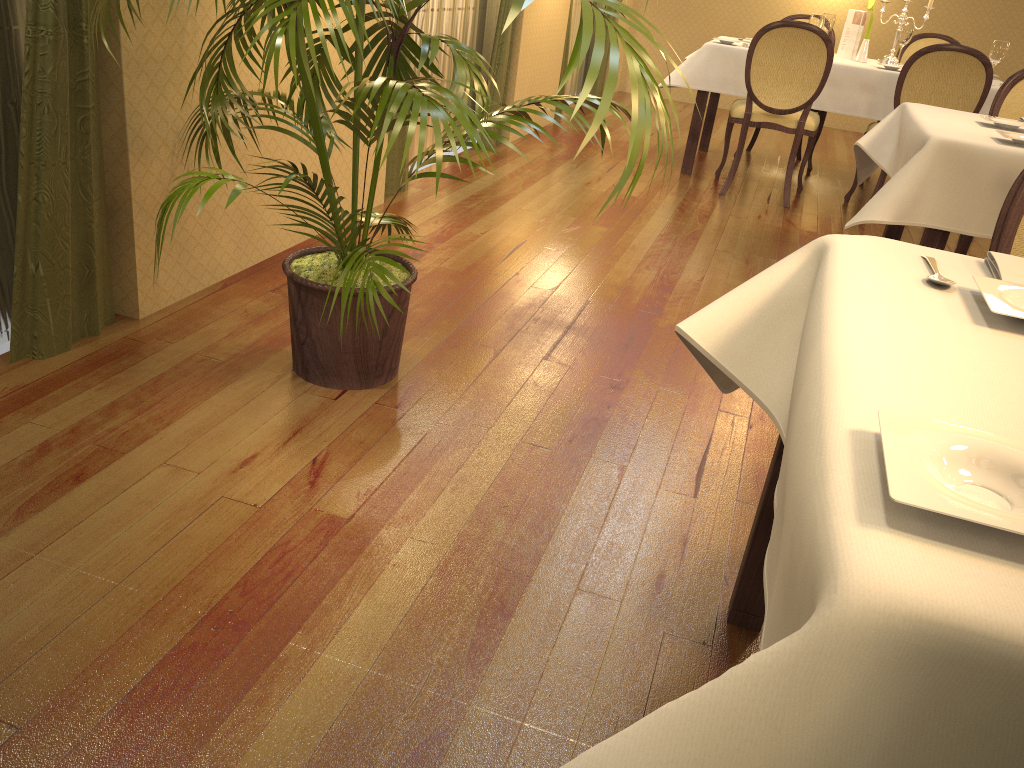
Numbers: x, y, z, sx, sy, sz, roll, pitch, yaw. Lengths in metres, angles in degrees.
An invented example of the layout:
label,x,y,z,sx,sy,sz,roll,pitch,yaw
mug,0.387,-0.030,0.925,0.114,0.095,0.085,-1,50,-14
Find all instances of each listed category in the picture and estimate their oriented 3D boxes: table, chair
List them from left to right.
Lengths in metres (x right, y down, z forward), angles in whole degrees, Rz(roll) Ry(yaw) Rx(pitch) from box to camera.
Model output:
label,x,y,z,sx,sy,sz,roll,pitch,yaw
chair,1.481,-1.539,4.986,0.530,0.955,0.571,14,27,13
chair,1.906,-2.003,6.058,0.530,0.955,0.571,14,27,13
table,2.033,-1.641,5.571,2.152,0.759,1.385,14,27,13
chair,2.211,-1.353,4.814,0.530,0.955,0.571,14,27,13
chair,2.701,-1.800,5.870,0.530,0.955,0.571,14,27,13
chair,2.083,-0.746,3.532,0.530,0.955,0.571,14,27,13
table,1.864,-0.465,3.114,1.395,0.759,1.389,15,27,14
chair,1.011,0.086,1.521,0.530,0.955,0.571,14,27,13
table,1.128,0.461,1.006,2.152,0.759,1.385,14,27,13

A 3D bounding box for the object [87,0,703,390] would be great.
label,x,y,z,sx,sy,sz,roll,pitch,yaw
object,-0.340,-0.883,2.158,1.552,1.807,1.496,6,26,-5

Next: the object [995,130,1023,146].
label,x,y,z,sx,sy,sz,roll,pitch,yaw
object,1.560,-0.735,2.693,0.160,0.024,0.160,14,27,13

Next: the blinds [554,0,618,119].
label,x,y,z,sx,sy,sz,roll,pitch,yaw
blinds,0.826,-4.327,6.390,0.129,4.537,1.876,14,27,13

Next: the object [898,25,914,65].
label,x,y,z,sx,sy,sz,roll,pitch,yaw
object,2.437,-2.117,5.537,0.088,0.229,0.088,-5,29,-25

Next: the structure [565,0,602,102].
label,x,y,z,sx,sy,sz,roll,pitch,yaw
structure,0.709,-4.342,6.416,0.137,4.511,1.898,14,27,13

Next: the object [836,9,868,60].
label,x,y,z,sx,sy,sz,roll,pitch,yaw
object,2.079,-2.111,5.370,0.081,0.277,0.166,2,27,-13

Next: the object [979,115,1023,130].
label,x,y,z,sx,sy,sz,roll,pitch,yaw
object,1.698,-0.889,3.046,0.160,0.024,0.160,14,27,13

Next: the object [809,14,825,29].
label,x,y,z,sx,sy,sz,roll,pitch,yaw
object,1.736,-2.007,5.111,0.088,0.229,0.088,-5,29,-25

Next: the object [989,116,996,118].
label,x,y,z,sx,sy,sz,roll,pitch,yaw
object,1.784,-0.981,3.269,0.038,0.015,0.181,15,27,14

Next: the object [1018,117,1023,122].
label,x,y,z,sx,sy,sz,roll,pitch,yaw
object,1.984,-0.920,3.196,0.273,0.024,0.142,14,27,13

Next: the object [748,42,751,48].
label,x,y,z,sx,sy,sz,roll,pitch,yaw
object,1.533,-1.971,5.211,0.273,0.033,0.142,14,27,13

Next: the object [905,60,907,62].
label,x,y,z,sx,sy,sz,roll,pitch,yaw
object,2.611,-1.990,5.558,0.273,0.033,0.142,14,27,13

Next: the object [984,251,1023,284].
label,x,y,z,sx,sy,sz,roll,pitch,yaw
object,0.824,-0.133,1.251,0.273,0.024,0.142,14,27,13

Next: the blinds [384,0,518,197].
label,x,y,z,sx,sy,sz,roll,pitch,yaw
blinds,-0.059,-3.209,3.845,0.129,4.537,1.878,14,27,13

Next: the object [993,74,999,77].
label,x,y,z,sx,sy,sz,roll,pitch,yaw
object,2.911,-1.909,5.483,0.160,0.024,0.160,14,27,13

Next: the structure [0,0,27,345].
label,x,y,z,sx,sy,sz,roll,pitch,yaw
structure,-1.242,-1.882,0.816,0.123,4.511,1.942,14,27,13

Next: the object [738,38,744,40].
label,x,y,z,sx,sy,sz,roll,pitch,yaw
object,1.506,-2.264,5.819,0.038,0.015,0.181,15,27,14

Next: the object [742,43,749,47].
label,x,y,z,sx,sy,sz,roll,pitch,yaw
object,1.379,-2.011,5.264,0.038,0.015,0.181,15,27,14

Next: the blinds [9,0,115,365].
label,x,y,z,sx,sy,sz,roll,pitch,yaw
blinds,-1.132,-1.866,0.787,0.225,4.537,1.934,14,26,12

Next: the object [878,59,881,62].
label,x,y,z,sx,sy,sz,roll,pitch,yaw
object,2.328,-2.047,5.614,0.017,0.010,0.185,14,27,13

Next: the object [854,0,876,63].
label,x,y,z,sx,sy,sz,roll,pitch,yaw
object,2.087,-2.089,5.212,0.076,0.375,0.163,26,31,32

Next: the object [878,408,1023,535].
label,x,y,z,sx,sy,sz,roll,pitch,yaw
object,0.364,0.080,0.680,0.160,0.024,0.160,14,27,13

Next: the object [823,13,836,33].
label,x,y,z,sx,sy,sz,roll,pitch,yaw
object,2.018,-2.264,5.718,0.088,0.229,0.088,-5,29,-25

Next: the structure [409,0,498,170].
label,x,y,z,sx,sy,sz,roll,pitch,yaw
structure,-0.175,-3.223,3.870,0.134,4.511,1.900,14,27,13

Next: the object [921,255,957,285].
label,x,y,z,sx,sy,sz,roll,pitch,yaw
object,0.602,-0.163,1.254,0.038,0.015,0.181,15,27,14

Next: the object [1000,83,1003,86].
label,x,y,z,sx,sy,sz,roll,pitch,yaw
object,2.729,-1.650,4.911,0.038,0.015,0.181,15,27,14

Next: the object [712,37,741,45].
label,x,y,z,sx,sy,sz,roll,pitch,yaw
object,1.269,-2.022,5.245,0.160,0.024,0.160,14,27,13

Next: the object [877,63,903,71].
label,x,y,z,sx,sy,sz,roll,pitch,yaw
object,2.149,-1.789,5.021,0.160,0.024,0.160,14,27,13

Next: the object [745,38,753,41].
label,x,y,z,sx,sy,sz,roll,pitch,yaw
object,1.573,-2.189,5.674,0.160,0.024,0.160,14,27,13

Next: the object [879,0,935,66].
label,x,y,z,sx,sy,sz,roll,pitch,yaw
object,2.324,-2.220,5.235,0.131,0.655,0.390,-1,27,-18

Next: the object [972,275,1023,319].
label,x,y,z,sx,sy,sz,roll,pitch,yaw
object,0.668,-0.087,1.109,0.160,0.024,0.160,14,27,13

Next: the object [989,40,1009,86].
label,x,y,z,sx,sy,sz,roll,pitch,yaw
object,2.661,-1.769,4.889,0.088,0.229,0.088,-5,29,-25
